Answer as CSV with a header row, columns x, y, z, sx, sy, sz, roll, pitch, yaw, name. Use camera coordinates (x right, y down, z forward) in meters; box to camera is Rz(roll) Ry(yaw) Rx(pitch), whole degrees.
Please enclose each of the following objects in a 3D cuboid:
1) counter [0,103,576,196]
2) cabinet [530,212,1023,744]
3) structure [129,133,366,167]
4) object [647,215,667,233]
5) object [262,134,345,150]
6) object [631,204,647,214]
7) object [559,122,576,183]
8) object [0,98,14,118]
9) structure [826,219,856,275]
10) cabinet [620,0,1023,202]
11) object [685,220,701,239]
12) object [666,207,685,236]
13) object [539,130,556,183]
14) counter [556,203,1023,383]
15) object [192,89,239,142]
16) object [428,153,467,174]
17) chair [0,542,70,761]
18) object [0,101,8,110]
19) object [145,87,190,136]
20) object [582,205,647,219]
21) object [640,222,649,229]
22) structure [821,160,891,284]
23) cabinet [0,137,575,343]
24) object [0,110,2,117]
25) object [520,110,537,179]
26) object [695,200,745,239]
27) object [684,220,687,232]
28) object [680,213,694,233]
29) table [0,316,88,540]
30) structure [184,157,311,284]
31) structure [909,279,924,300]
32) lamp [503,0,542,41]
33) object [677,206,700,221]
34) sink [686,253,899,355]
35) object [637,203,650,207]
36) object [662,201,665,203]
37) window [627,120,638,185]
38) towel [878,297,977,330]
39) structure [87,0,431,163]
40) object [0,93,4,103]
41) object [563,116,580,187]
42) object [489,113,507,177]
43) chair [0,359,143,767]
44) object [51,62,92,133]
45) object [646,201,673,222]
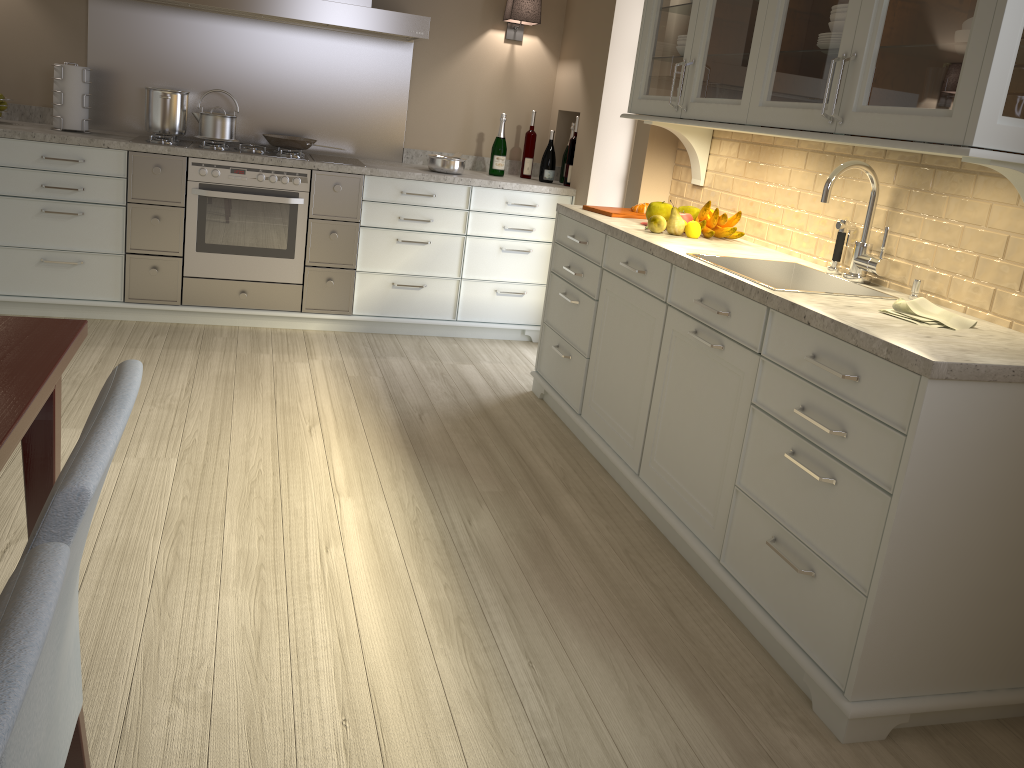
x,y,z,sx,sy,sz,roll,pitch,yaw,name
-1.261,-1.157,4.297,3.840,0.112,0.590,2,18,-17,counter
0.720,0.016,2.822,0.637,0.780,2.262,3,17,-17,cabinet
-1.245,-1.132,4.245,1.047,0.031,0.406,2,18,-17,structure
0.503,-0.558,3.076,0.066,0.062,0.096,8,16,1,object
-1.042,-1.172,4.330,0.429,0.050,0.266,21,22,38,object
0.522,-0.697,3.531,0.099,0.036,0.045,11,16,12,object
0.317,-1.249,4.784,0.083,0.326,0.084,10,14,11,object
-2.367,-1.243,3.998,0.207,0.107,0.208,16,18,26,object
0.974,-0.405,2.618,0.056,0.159,0.044,3,14,-17,structure
0.861,-1.065,2.593,0.410,1.094,1.966,3,17,-17,cabinet
0.626,-0.532,3.059,0.056,0.065,0.054,5,15,-11,object
0.571,-0.564,3.068,0.064,0.096,0.065,2,16,-21,object
0.197,-1.205,4.681,0.084,0.272,0.085,8,14,3,object
0.728,-0.371,2.728,0.522,0.034,2.241,2,18,-17,counter
-1.416,-1.299,4.261,0.209,0.233,0.211,12,16,15,object
-0.293,-1.138,4.555,0.199,0.089,0.375,15,18,23,object
-0.563,0.543,0.515,0.505,0.814,0.407,3,15,-17,chair
-2.306,-1.260,3.998,0.047,0.044,0.048,4,16,-13,object
-1.642,-1.294,4.203,0.203,0.203,0.203,16,17,29,object
0.481,-0.686,3.562,0.350,0.020,0.204,-3,20,-31,object
0.492,-0.568,3.186,0.040,0.013,0.158,7,17,-2,object
0.946,-0.450,2.459,0.211,0.331,0.144,6,14,-8,structure
-1.327,-0.741,4.406,3.202,0.781,0.655,2,16,-17,cabinet
-2.340,-1.225,3.998,0.060,0.055,0.061,15,17,26,object
0.096,-1.291,4.767,0.062,0.360,0.063,11,14,16,object
0.708,-0.585,3.124,0.181,0.134,0.199,-4,19,-35,object
0.587,-0.558,3.128,0.067,0.054,0.055,18,19,34,object
0.612,-0.582,3.189,0.086,0.069,0.082,21,21,40,object
-0.971,0.471,0.832,0.750,0.668,1.793,3,17,-17,table
-1.305,-0.789,4.362,0.540,0.684,0.590,3,16,-17,structure
1.065,-0.247,2.325,0.029,0.055,0.029,18,18,36,structure
0.051,-1.949,4.657,0.169,0.254,0.195,3,15,-17,lamp
0.652,-0.613,3.272,0.107,0.088,0.104,19,19,35,object
0.738,-0.108,2.507,0.379,0.408,0.494,3,16,-17,sink
0.554,-0.727,3.641,0.098,0.036,0.045,5,16,-7,object
0.558,-0.667,3.269,0.003,0.021,0.018,0,17,-30,object
0.663,-1.199,4.099,0.010,1.178,0.417,3,14,-17,window
0.964,-0.162,2.038,0.171,0.050,0.167,-3,20,-30,towel
-1.176,-1.926,4.162,1.557,1.651,0.455,3,14,-17,structure
-2.304,-1.284,3.965,0.047,0.044,0.048,3,16,-16,object
0.322,-1.210,4.603,0.062,0.360,0.063,11,14,16,object
-0.064,-1.267,4.679,0.083,0.326,0.084,10,14,11,object
-0.686,0.396,0.939,0.505,0.814,0.407,3,15,-17,chair
-2.011,-1.310,4.035,0.169,0.299,0.166,-2,17,-33,object
0.549,-0.630,3.284,0.104,0.089,0.108,4,16,-11,object
